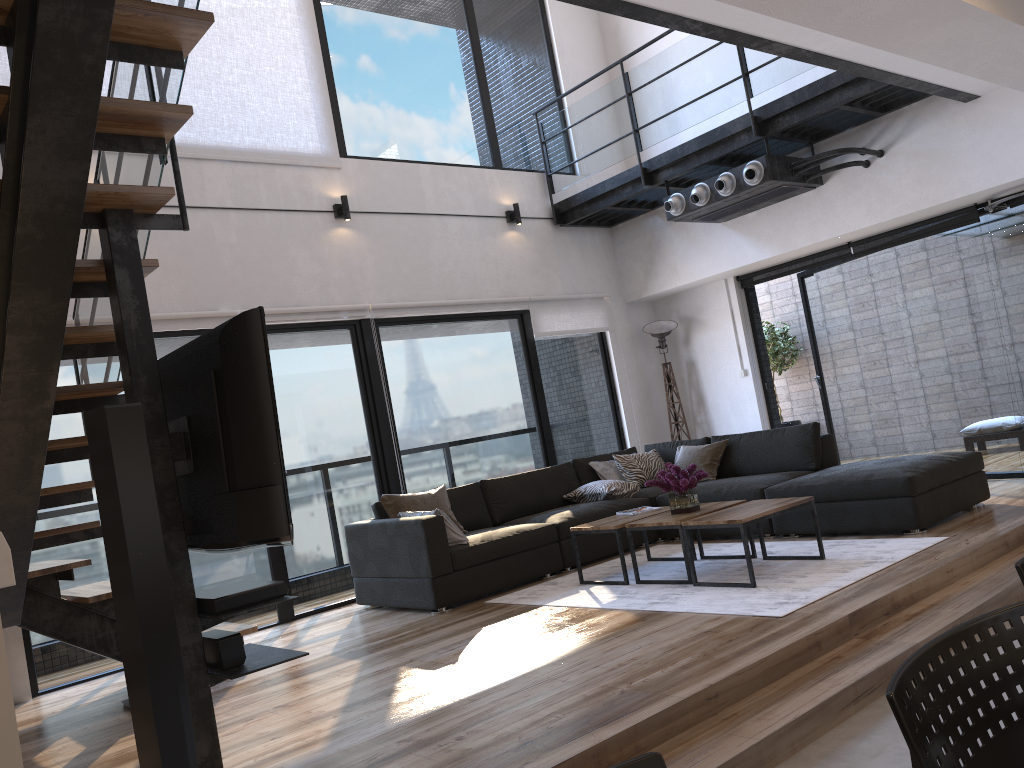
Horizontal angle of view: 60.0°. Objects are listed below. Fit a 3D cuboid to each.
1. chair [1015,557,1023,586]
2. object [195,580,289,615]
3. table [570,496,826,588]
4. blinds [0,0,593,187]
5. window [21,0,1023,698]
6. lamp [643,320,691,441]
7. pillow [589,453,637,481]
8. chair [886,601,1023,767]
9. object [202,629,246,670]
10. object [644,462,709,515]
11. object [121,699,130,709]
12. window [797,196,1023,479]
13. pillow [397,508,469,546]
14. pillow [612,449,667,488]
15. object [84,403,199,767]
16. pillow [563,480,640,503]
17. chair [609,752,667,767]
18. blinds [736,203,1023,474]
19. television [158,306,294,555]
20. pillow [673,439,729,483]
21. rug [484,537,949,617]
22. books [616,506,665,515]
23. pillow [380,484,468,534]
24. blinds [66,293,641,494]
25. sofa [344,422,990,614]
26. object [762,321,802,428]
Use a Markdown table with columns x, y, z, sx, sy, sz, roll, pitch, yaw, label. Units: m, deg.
| x | y | z | sx | sy | sz | roll | pitch | yaw | label |
| --- | --- | --- | --- | --- | --- | --- | --- | --- | --- |
| 1.301 | 0.654 | 1.542 | 0.519 | 0.768 | 0.541 | -9 | -3 | -25 | chair |
| -1.016 | 0.774 | 3.234 | 0.274 | 0.058 | 0.361 | -7 | -4 | -40 | object |
| 1.055 | 0.921 | 5.173 | 0.696 | 0.350 | 1.300 | -7 | -4 | -40 | table |
| -2.633 | -2.295 | 4.516 | 1.998 | 2.973 | 10.198 | -12 | -4 | 28 | blinds |
| -0.252 | -1.279 | 5.330 | 13.383 | 5.563 | 5.673 | -7 | -4 | -40 | window |
| 1.324 | 0.303 | 8.018 | 0.425 | 1.826 | 1.467 | -12 | -3 | 35 | lamp |
| 0.937 | 0.737 | 7.325 | 0.611 | 0.294 | 0.235 | -8 | -4 | -40 | pillow |
| 0.846 | 0.707 | 1.078 | 0.519 | 0.768 | 0.541 | -8 | -4 | -40 | chair |
| -1.049 | 0.951 | 3.180 | 0.088 | 0.112 | 0.247 | -8 | -4 | -40 | object |
| 0.995 | 0.583 | 5.216 | 0.341 | 0.342 | 0.375 | -8 | -4 | -39 | object |
| -1.870 | 0.972 | 4.414 | 0.270 | 1.205 | 0.271 | -8 | -3 | -35 | object |
| 3.388 | -0.208 | 7.374 | 0.100 | 2.049 | 2.452 | -9 | -3 | -23 | window |
| -0.503 | 0.924 | 5.699 | 0.212 | 0.265 | 0.499 | -8 | -4 | -39 | pillow |
| 1.080 | 0.684 | 7.248 | 0.531 | 0.314 | 0.251 | -8 | -4 | -36 | pillow |
| -0.845 | 0.648 | 2.087 | 0.271 | 1.205 | 0.270 | -12 | -3 | 40 | object |
| 0.687 | 0.839 | 6.860 | 0.355 | 0.177 | 0.532 | -7 | -4 | -42 | pillow |
| 0.222 | 0.798 | 0.726 | 0.519 | 0.768 | 0.541 | -7 | -4 | -45 | chair |
| 4.020 | -0.358 | 7.023 | 3.861 | 2.051 | 1.830 | -10 | -3 | 4 | blinds |
| -1.146 | 0.238 | 3.216 | 0.136 | 0.783 | 1.209 | -8 | -4 | -40 | television |
| 1.452 | 0.634 | 7.032 | 0.272 | 0.309 | 0.548 | -8 | -4 | -41 | pillow |
| 1.114 | 1.087 | 5.141 | 1.635 | 0.003 | 2.117 | -7 | -4 | -40 | rug |
| 0.817 | 0.809 | 5.663 | 0.228 | 0.013 | 0.295 | -9 | -4 | -19 | books |
| -0.612 | 0.898 | 6.057 | 0.609 | 0.382 | 0.265 | -8 | -4 | -40 | pillow |
| -0.869 | 0.392 | 6.669 | 5.363 | 2.042 | 0.096 | -7 | -4 | -40 | blinds |
| 0.966 | 0.806 | 5.905 | 3.041 | 0.700 | 3.004 | -7 | -4 | -40 | sofa |
| 3.328 | 0.107 | 11.141 | 0.812 | 1.861 | 0.801 | -10 | -3 | 3 | object |
